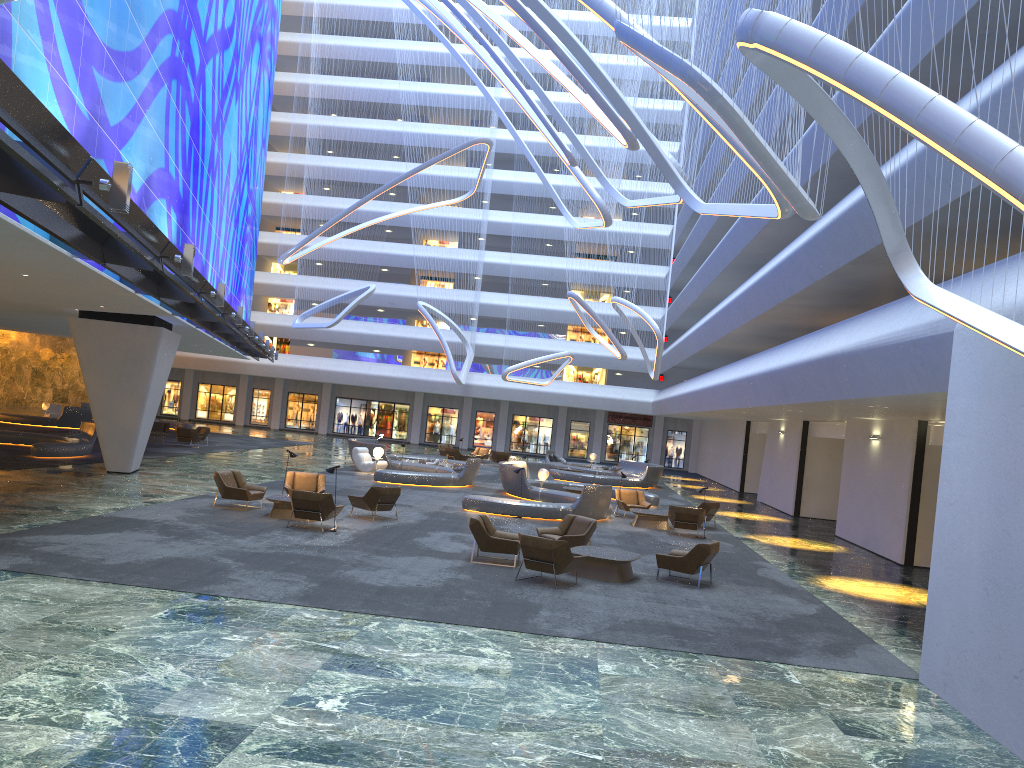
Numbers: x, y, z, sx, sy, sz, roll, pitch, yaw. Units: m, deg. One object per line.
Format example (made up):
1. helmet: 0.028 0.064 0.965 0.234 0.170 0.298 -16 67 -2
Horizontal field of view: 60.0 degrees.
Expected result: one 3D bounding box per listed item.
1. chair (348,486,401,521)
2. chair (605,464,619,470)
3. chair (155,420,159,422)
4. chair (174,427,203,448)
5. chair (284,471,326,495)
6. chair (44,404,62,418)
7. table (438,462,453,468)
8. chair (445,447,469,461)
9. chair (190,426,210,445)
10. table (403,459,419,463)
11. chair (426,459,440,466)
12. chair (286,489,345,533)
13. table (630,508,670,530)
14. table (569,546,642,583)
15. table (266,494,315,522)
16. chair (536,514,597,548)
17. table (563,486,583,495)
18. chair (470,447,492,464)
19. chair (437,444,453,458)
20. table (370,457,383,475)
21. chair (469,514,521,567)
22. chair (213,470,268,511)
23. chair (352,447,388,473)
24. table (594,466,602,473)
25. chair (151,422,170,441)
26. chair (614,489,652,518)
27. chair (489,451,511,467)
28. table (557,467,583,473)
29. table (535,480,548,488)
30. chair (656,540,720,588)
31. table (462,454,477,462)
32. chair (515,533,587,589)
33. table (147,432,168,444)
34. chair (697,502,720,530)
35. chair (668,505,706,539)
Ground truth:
1. chair: -3.027 2.613 19.696 0.937 0.766 0.931 5 -1 38
2. chair: 5.116 4.234 43.092 0.937 0.766 0.931 5 -1 38
3. chair: -18.573 2.078 45.848 0.586 0.501 0.491 5 -1 21
4. chair: -13.034 2.152 35.630 0.929 0.766 0.939 6 -1 3
5. chair: -4.801 2.462 20.521 0.930 0.766 0.938 6 -1 -12
6. chair: -22.085 1.429 42.791 0.730 0.882 1.155 6 -1 -41
7. table: -2.591 3.384 35.663 0.674 0.406 0.670 7 -2 -33
8. chair: -2.651 3.408 41.791 0.940 0.766 0.928 7 -2 -44
9. chair: -13.379 2.184 37.564 0.928 0.766 0.940 5 -2 43
10. table: -4.091 3.227 35.502 0.672 0.406 0.672 5 -2 24
11. chair: -3.715 3.231 35.869 1.787 0.501 0.585 7 -2 -32
12. chair: -3.866 2.446 17.304 0.929 0.766 0.939 6 -1 11
13. table: 3.722 3.608 23.637 1.202 0.392 1.204 6 -2 4
14. table: 1.571 3.105 15.273 1.201 0.392 1.205 5 -2 23
15. table: -4.517 2.608 18.646 1.202 0.392 1.204 6 -2 5
16. chair: 1.064 2.932 17.009 0.940 0.766 0.928 7 -1 -34
17. table: 2.247 3.646 29.095 1.202 0.392 1.204 6 -2 5
18. chair: -1.572 3.625 44.962 0.928 0.766 0.940 5 -1 23
19. chair: -3.232 3.444 44.554 0.931 0.766 0.937 7 -2 -42
20. table: -4.763 2.895 31.066 0.418 0.595 0.427 6 -1 -21
21. chair: -0.276 2.748 15.579 0.938 0.766 0.930 6 -1 7
22. chair: -5.924 2.305 19.226 0.938 0.766 0.930 5 -1 13
23. chair: -5.122 2.763 31.925 1.155 0.882 0.730 5 -1 24
24. table: 3.954 4.119 41.204 0.418 0.595 0.428 6 -1 1
25. chair: -15.079 2.019 37.746 0.930 0.766 0.938 6 -1 -22
26. chair: 3.439 3.462 25.512 0.930 0.766 0.938 6 -1 -12
27. chair: -0.594 3.665 43.261 0.930 0.766 0.938 6 -1 -17
28. table: 2.604 4.067 40.321 1.202 0.392 1.204 6 -2 5
29. table: 0.910 3.366 28.157 0.418 0.595 0.428 6 -1 4
30. chair: 3.056 3.079 15.452 0.937 0.766 0.931 5 -1 29
31. table: -2.418 3.663 43.255 1.201 0.392 1.205 4 -2 40
32. chair: 0.590 2.785 14.098 0.928 0.766 0.940 5 -1 31
33. table: -14.753 2.181 36.240 1.205 0.392 1.201 7 -2 -31
34. chair: 5.213 3.613 24.687 0.937 0.766 0.931 5 -1 38
35. chair: 4.374 3.446 22.295 0.929 0.766 0.939 6 -1 11
